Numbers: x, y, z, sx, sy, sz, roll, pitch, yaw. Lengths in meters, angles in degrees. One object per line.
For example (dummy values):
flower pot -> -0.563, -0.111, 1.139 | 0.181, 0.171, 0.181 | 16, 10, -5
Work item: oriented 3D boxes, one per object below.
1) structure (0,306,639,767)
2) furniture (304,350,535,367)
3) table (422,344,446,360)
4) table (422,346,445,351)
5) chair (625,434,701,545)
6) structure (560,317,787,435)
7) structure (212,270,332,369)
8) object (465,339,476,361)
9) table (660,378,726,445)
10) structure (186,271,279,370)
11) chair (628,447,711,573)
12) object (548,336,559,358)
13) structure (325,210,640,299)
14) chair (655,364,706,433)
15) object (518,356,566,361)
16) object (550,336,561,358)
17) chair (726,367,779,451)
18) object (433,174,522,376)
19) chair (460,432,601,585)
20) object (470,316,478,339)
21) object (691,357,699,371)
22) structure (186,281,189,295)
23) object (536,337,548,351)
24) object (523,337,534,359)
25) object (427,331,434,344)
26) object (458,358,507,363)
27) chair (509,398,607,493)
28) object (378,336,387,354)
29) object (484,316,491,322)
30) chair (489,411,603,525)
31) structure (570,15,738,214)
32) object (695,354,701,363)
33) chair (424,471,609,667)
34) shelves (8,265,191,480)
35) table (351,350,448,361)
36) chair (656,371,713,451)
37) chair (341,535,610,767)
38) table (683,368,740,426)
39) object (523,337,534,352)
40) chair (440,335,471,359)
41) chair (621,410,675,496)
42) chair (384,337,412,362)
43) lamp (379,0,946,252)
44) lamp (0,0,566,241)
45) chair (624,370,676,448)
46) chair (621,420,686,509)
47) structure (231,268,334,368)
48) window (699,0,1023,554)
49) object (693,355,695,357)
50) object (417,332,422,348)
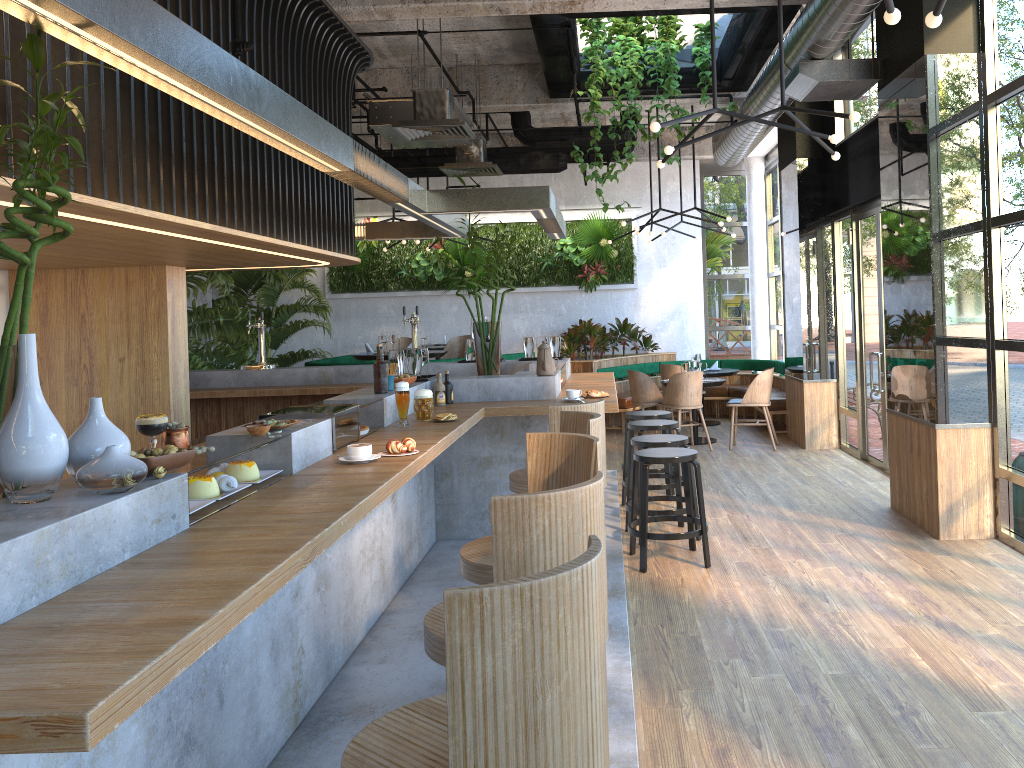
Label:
structure -> -2.326, 0.445, 4.852 | 5.828, 1.726, 7.172 | -2, 4, 4
furniture -> -1.696, 0.187, 11.469 | 2.852, 1.133, 4.581 | -4, 5, -31
table -> -1.103, -0.220, 13.327 | 0.801, 0.744, 0.800 | -2, 2, 1
table -> -1.224, -0.129, 12.175 | 0.801, 0.744, 0.800 | -2, 2, 1
chair -> 1.064, 0.734, 6.342 | 0.521, 0.695, 0.509 | -2, 1, -6
structure -> -0.025, 0.530, 3.935 | 6.009, 1.545, 20.248 | -2, 4, 6
structure -> -3.670, -1.054, 12.690 | 1.417, 3.355, 2.077 | -2, 1, 19
object -> -0.379, -0.303, 8.078 | 0.108, 0.209, 0.103 | -2, 1, -12
table -> 2.225, 0.329, 10.850 | 0.801, 0.744, 0.800 | -2, 2, 1
structure -> -3.642, -0.795, 9.348 | 2.050, 3.128, 2.964 | -2, 2, 16
chair -> 0.996, 0.785, 5.694 | 0.517, 0.695, 0.514 | -2, 1, -1
object -> 0.379, -0.327, 8.085 | 0.102, 0.209, 0.108 | -2, 1, 18
structure -> -0.511, -2.044, 13.847 | 5.054, 1.491, 0.812 | -2, 1, -1
chair -> 2.223, 0.180, 11.778 | 0.585, 0.922, 0.474 | -3, 1, -42
object -> 0.273, -0.231, 8.118 | 0.436, 0.018, 0.274 | -2, 4, 2
object -> 0.402, -0.336, 8.193 | 0.102, 0.209, 0.108 | -2, 1, 18
chair -> 2.775, 0.275, 10.268 | 0.542, 0.922, 0.512 | -2, 1, 18
object -> -0.204, -0.693, 6.288 | 0.666, 1.547, 0.593 | -2, 0, 9
chair -> 0.078, 0.706, 3.408 | 0.527, 0.967, 0.569 | -1, 1, 27
object -> -0.328, -0.514, 8.077 | 0.108, 0.209, 0.103 | -2, 1, -12
object -> 2.525, -0.262, 12.242 | 0.100, 0.209, 0.110 | -1, 1, 38
structure -> -4.068, -0.613, 8.918 | 1.349, 2.973, 1.527 | -2, 1, 12
object -> 0.277, -0.328, 8.145 | 0.102, 0.209, 0.108 | -2, 1, 18
object -> 0.150, -0.319, 8.084 | 0.106, 0.209, 0.105 | -2, 1, -2
object -> -2.231, -0.545, 9.845 | 0.103, 0.500, 7.642 | -2, 4, 15
object -> -0.276, -0.213, 8.126 | 0.436, 0.018, 0.274 | -2, 4, 2
chair -> 0.261, 0.581, 4.993 | 0.574, 0.967, 0.521 | -3, 1, -39
object -> -2.246, -0.416, 8.143 | 0.102, 0.500, 4.286 | -2, 4, 22
object -> -0.211, -0.518, 8.085 | 0.108, 0.209, 0.103 | -2, 1, -12
chair -> 0.167, 0.642, 4.223 | 0.574, 0.967, 0.522 | -3, 1, -36
structure -> 1.042, -2.907, 8.923 | 1.534, 2.343, 3.126 | -1, 3, 40
object -> 2.591, -0.294, 12.383 | 0.095, 0.244, 0.090 | -2, 0, -14
chair -> 0.016, 0.765, 2.657 | 0.567, 0.967, 0.529 | -2, 1, -21
shelves -> -2.849, 0.203, 6.153 | 1.109, 2.053, 0.281 | -2, 0, 1
table -> -1.292, 0.012, 10.356 | 1.122, 0.749, 1.080 | -3, 3, -11
chair -> 1.990, 0.301, 10.275 | 0.512, 0.922, 0.542 | -2, 1, -16
chair -> -0.070, 0.828, 1.847 | 0.536, 0.967, 0.559 | -2, 1, 14
table -> 2.666, 0.192, 12.517 | 1.146, 0.749, 1.056 | -3, 3, -28
object -> 0.155, -0.328, 8.199 | 0.106, 0.209, 0.105 | -2, 1, -2
chair -> -0.675, -0.131, 10.898 | 0.476, 0.922, 0.582 | -1, 1, 34
chair -> 1.234, 0.607, 7.963 | 0.501, 0.695, 0.529 | -1, 2, 17
chair -> -1.368, -0.119, 11.045 | 0.512, 0.922, 0.542 | -2, 1, -16
lamp -> -0.337, -2.195, 3.706 | 5.068, 1.819, 19.029 | -2, 4, 6
lamp -> -2.036, -2.067, 4.702 | 5.000, 2.128, 6.735 | -2, 4, -2
chair -> 1.678, 0.274, 10.771 | 0.573, 0.922, 0.484 | -2, 1, -17
chair -> 1.159, 0.663, 7.251 | 0.523, 0.695, 0.507 | -2, 1, -8
structure -> -3.450, -0.987, 13.081 | 1.904, 3.251, 1.621 | -2, 1, 1
window -> 1.012, -1.979, 3.934 | 4.125, 6.478, 20.498 | -2, 4, 6
object -> 2.662, -0.310, 12.812 | 0.100, 0.209, 0.110 | -1, 1, 38
object -> -2.204, -0.494, 9.163 | 0.103, 0.500, 6.241 | -2, 4, 18
